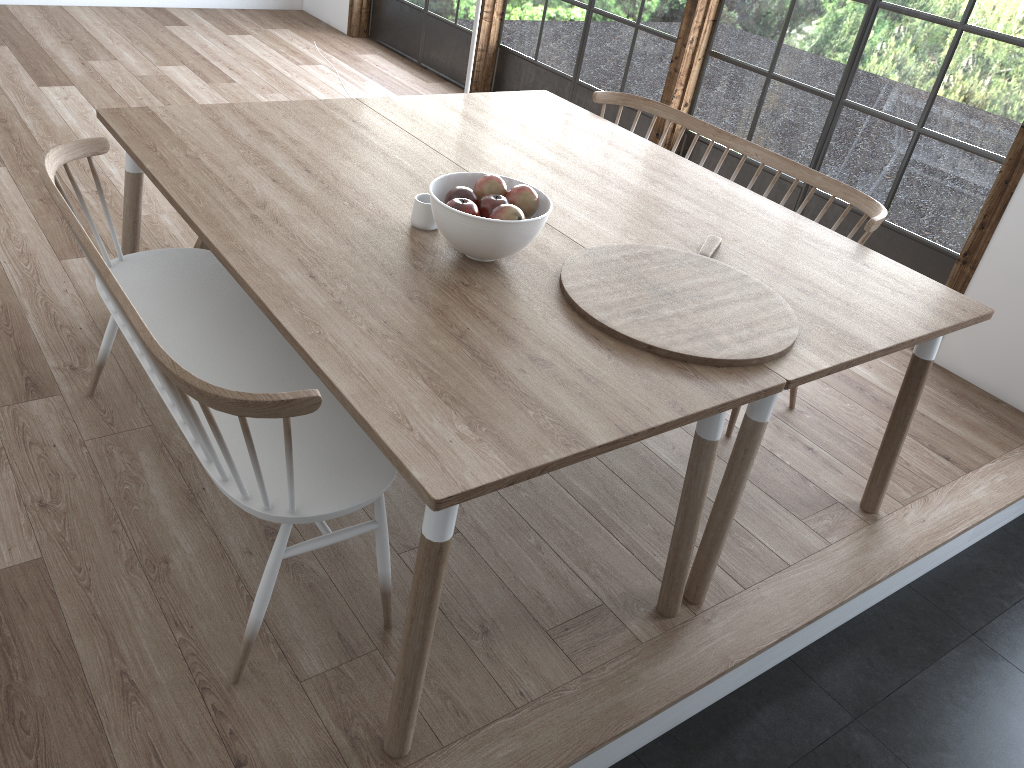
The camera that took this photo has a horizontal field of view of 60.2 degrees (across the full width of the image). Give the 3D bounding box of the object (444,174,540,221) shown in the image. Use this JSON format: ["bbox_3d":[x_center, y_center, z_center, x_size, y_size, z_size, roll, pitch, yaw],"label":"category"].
[{"bbox_3d":[-0.066,-0.425,2.249,0.239,0.164,0.253,15,32,8],"label":"object"}]

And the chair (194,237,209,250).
[{"bbox_3d":[-1.094,-0.580,3.385,0.499,0.441,0.426,31,37,30],"label":"chair"}]

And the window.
[{"bbox_3d":[0.463,-2.464,5.102,0.158,2.217,5.619,-13,38,-35],"label":"window"}]

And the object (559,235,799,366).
[{"bbox_3d":[0.405,-0.239,2.251,0.588,0.023,0.700,0,33,-15],"label":"object"}]

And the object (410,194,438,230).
[{"bbox_3d":[-0.230,-0.463,2.384,0.082,0.077,0.086,-14,39,-34],"label":"object"}]

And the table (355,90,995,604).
[{"bbox_3d":[0.314,-0.333,3.087,0.916,0.736,2.123,-14,39,-34],"label":"table"}]

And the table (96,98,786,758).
[{"bbox_3d":[-0.426,-0.134,2.581,0.916,0.736,2.123,-14,39,-34],"label":"table"}]

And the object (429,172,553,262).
[{"bbox_3d":[-0.067,-0.406,2.257,0.308,0.161,0.327,-17,41,-36],"label":"object"}]

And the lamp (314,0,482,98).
[{"bbox_3d":[-0.482,-2.079,4.454,0.860,1.988,5.385,2,33,-15],"label":"lamp"}]

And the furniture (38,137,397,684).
[{"bbox_3d":[-0.773,-0.019,2.251,0.533,0.796,1.415,-13,39,-34],"label":"furniture"}]

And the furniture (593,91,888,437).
[{"bbox_3d":[0.639,-0.531,3.429,0.533,0.796,1.415,-13,39,-34],"label":"furniture"}]
